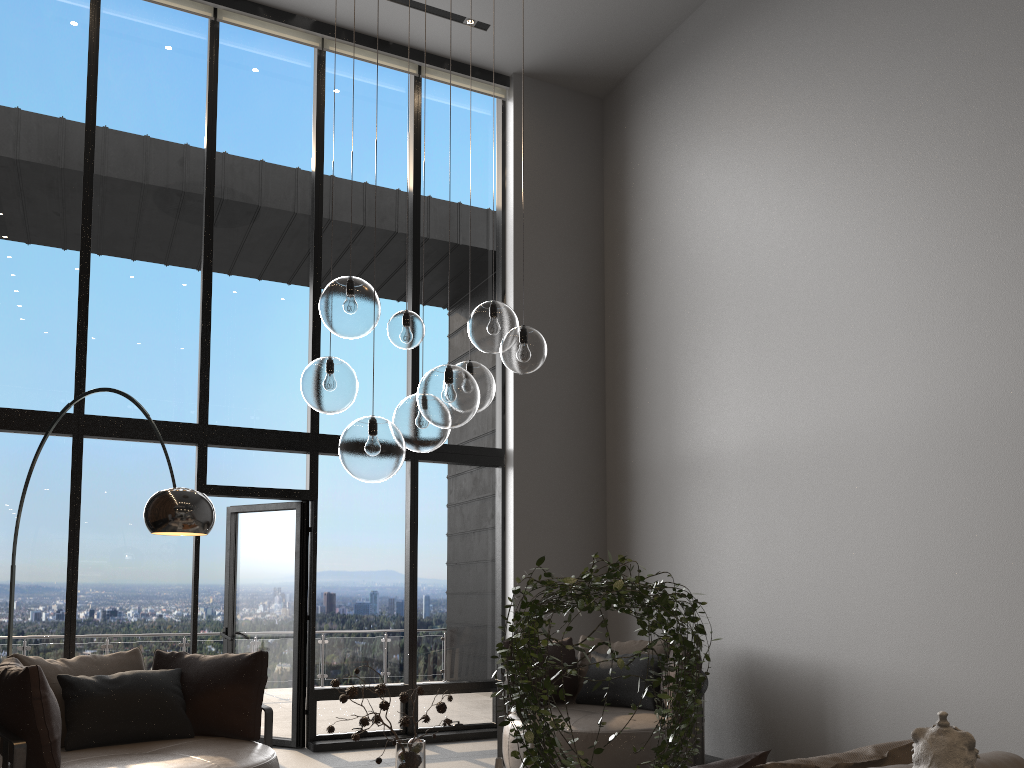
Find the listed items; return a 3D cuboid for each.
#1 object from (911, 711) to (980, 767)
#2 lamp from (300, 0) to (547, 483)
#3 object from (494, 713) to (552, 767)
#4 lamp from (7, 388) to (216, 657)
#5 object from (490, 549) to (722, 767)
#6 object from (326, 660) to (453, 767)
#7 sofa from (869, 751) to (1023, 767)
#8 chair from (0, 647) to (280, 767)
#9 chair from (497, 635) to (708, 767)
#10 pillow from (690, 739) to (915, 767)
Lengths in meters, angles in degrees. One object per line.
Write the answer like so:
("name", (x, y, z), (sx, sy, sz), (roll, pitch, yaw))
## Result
("object", (0.761, 0.750, 1.610), (0.207, 0.285, 0.138), (1, -6, -7))
("lamp", (-0.358, -2.000, 3.717), (1.236, 4.912, 1.245), (3, -6, -29))
("object", (0.020, 1.485, 3.449), (0.316, 0.391, 0.326), (1, -8, -7))
("lamp", (-2.226, 1.169, 4.670), (2.051, 2.294, 0.323), (-7, -8, 40))
("object", (0.154, 0.535, 1.317), (0.217, 0.566, 0.389), (-6, -9, 44))
("object", (-0.498, 1.366, 3.368), (0.319, 0.592, 0.550), (-5, -10, 34))
("sofa", (-0.440, 1.334, 2.243), (3.259, 0.803, 1.912), (6, -14, -26))
("chair", (-1.956, 1.862, 4.573), (1.480, 0.883, 1.479), (0, -11, 1))
("chair", (0.645, 2.246, 6.149), (1.444, 0.882, 1.516), (2, -12, -9))
("pillow", (0.111, 1.092, 1.992), (1.951, 0.490, 0.552), (7, -12, -27))
